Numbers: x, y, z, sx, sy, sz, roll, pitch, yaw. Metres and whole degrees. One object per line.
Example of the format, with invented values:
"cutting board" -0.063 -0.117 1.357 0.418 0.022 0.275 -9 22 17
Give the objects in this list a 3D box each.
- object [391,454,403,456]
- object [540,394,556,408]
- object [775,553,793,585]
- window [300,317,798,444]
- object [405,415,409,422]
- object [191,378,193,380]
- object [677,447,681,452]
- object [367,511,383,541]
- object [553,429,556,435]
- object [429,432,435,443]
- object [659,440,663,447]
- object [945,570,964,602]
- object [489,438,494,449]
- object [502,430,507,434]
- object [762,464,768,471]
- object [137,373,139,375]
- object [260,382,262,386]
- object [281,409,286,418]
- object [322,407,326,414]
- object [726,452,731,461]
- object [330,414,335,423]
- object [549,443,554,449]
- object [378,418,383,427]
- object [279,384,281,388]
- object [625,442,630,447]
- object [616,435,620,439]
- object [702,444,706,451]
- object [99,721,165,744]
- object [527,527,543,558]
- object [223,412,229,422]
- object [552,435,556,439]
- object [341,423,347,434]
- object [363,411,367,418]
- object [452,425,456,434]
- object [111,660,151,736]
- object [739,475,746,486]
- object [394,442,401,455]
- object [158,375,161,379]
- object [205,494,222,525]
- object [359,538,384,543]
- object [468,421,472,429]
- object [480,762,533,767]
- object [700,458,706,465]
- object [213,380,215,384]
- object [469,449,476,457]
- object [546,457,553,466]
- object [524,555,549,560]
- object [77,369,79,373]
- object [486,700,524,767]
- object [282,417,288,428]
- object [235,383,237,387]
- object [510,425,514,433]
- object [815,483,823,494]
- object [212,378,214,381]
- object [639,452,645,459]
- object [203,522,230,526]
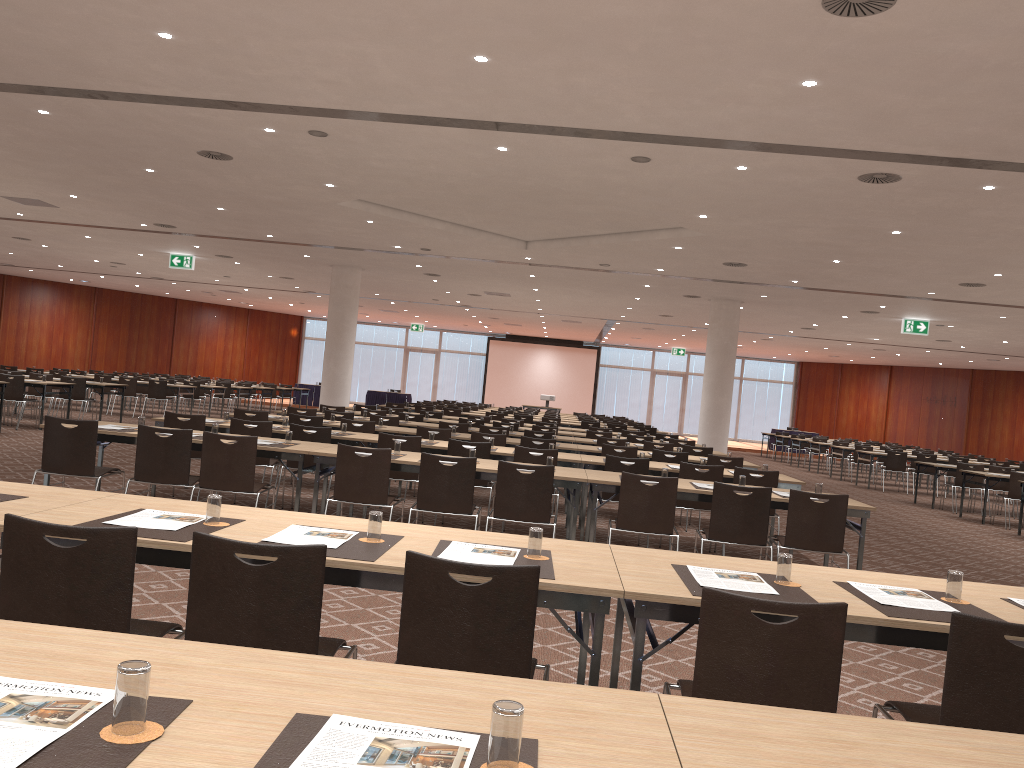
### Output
"object" -0.983 0.609 7.606 0.102 0.001 0.102 6 0 -31
"object" 1.372 0.660 34.191 0.576 0.472 0.614 5 0 3
"object" 1.057 0.716 3.445 0.054 0.114 0.054 5 0 37
"window" 1.450 -0.162 41.038 22.960 3.872 0.217 5 0 3
"object" -1.619 0.533 13.646 0.054 0.114 0.054 5 0 -31
"object" -9.237 -0.107 25.582 0.054 0.114 0.054 5 0 -8
"object" 2.153 0.876 11.439 0.054 0.114 0.054 5 0 -31
"object" -0.546 0.565 3.529 0.054 0.114 0.054 5 0 -31
"object" 0.645 0.747 13.518 0.054 0.114 0.054 5 0 37
"object" -0.868 0.576 9.593 0.054 0.114 0.054 5 0 -8
"object" 2.262 0.900 13.428 0.054 0.114 0.054 5 0 -31
"object" 1.705 0.778 3.418 0.054 0.114 0.054 5 0 37
"object" -0.223 0.637 9.576 0.054 0.114 0.054 5 0 -8
"object" -0.102 0.663 11.559 0.054 0.114 0.054 5 0 37
"object" 2.687 0.912 9.412 0.054 0.114 0.054 5 0 -8
"object" -10.835 -0.258 25.675 0.054 0.114 0.054 5 0 -31
"object" -8.366 0.003 29.540 0.054 0.114 0.054 5 0 -8
"object" -3.020 0.387 11.731 0.054 0.114 0.054 5 0 37
"object" -2.908 0.411 13.726 0.054 0.114 0.054 5 0 -8
"object" 2.792 0.936 11.413 0.054 0.114 0.054 5 0 -31
"object" -2.363 0.449 11.688 0.054 0.114 0.054 5 0 -31
"object" 0.423 0.698 9.537 0.054 0.114 0.054 5 0 -8
"object" -1.724 0.509 11.650 0.054 0.114 0.054 5 0 -31
"object" -7.721 0.064 29.506 0.054 0.114 0.054 5 0 -8
"object" 1.494 0.813 11.480 0.054 0.114 0.054 5 0 14
"object" 1.613 0.839 13.478 0.054 0.114 0.054 5 0 -31
"object" 2.901 0.960 13.405 0.054 0.114 0.054 5 0 -8
"object" -0.653 0.598 1.526 0.102 0.001 0.102 5 0 -8
"object" 0.091 0.625 3.497 0.054 0.114 0.054 5 0 -31
"object" -3.131 0.362 9.718 0.054 0.114 0.054 5 0 -8
"object" 0.542 0.723 11.519 0.054 0.114 0.054 5 0 37
"object" -1.827 0.486 9.648 0.054 0.114 0.054 5 0 37
"object" -2.267 0.472 13.690 0.054 0.114 0.054 5 0 -8
"object" -0.758 0.601 11.589 0.054 0.114 0.054 5 0 37
"object" -0.657 0.540 1.532 0.054 0.114 0.054 5 0 37
"object" 1.931 0.827 7.441 0.054 0.114 0.054 5 0 37
"object" -0.982 0.552 7.596 0.054 0.114 0.054 5 0 -31
"object" -10.188 -0.197 25.634 0.054 0.114 0.054 5 0 -31
"object" -1.197 0.503 3.559 0.054 0.114 0.054 5 0 -31
"object" -0.558 0.621 3.525 0.102 0.001 0.102 6 0 -31
"object" -0.648 0.625 13.599 0.054 0.114 0.054 5 0 -8
"object" -0.004 0.660 1.505 0.102 0.001 0.102 5 0 -8
"object" 2.033 0.851 9.452 0.054 0.114 0.054 5 0 37
"object" -8.594 -0.046 25.541 0.054 0.114 0.054 5 0 -8
"object" -0.338 0.613 7.563 0.054 0.114 0.054 5 0 -31
"object" 0.319 0.675 7.524 0.054 0.114 0.054 5 0 -31
"object" 0.096 0.683 3.493 0.102 0.001 0.102 6 0 -31
"object" -11.604 -0.345 23.712 0.054 0.114 0.054 5 0 37
"object" -0.011 0.602 1.507 0.054 0.114 0.054 5 0 37
"object" -2.482 0.424 9.698 0.054 0.114 0.054 5 0 14
"object" -7.930 0.016 25.509 0.054 0.114 0.054 5 0 -8
"object" -0.006 0.685 13.557 0.054 0.114 0.054 5 0 -8
"object" 2.565 0.887 7.419 0.054 0.114 0.054 5 0 -31
"object" -9.980 -0.149 29.636 0.054 0.114 0.054 5 0 -31
"object" 1.389 0.790 9.481 0.054 0.114 0.054 5 0 37
"object" -1.186 0.562 3.559 0.102 0.001 0.102 6 0 -31
